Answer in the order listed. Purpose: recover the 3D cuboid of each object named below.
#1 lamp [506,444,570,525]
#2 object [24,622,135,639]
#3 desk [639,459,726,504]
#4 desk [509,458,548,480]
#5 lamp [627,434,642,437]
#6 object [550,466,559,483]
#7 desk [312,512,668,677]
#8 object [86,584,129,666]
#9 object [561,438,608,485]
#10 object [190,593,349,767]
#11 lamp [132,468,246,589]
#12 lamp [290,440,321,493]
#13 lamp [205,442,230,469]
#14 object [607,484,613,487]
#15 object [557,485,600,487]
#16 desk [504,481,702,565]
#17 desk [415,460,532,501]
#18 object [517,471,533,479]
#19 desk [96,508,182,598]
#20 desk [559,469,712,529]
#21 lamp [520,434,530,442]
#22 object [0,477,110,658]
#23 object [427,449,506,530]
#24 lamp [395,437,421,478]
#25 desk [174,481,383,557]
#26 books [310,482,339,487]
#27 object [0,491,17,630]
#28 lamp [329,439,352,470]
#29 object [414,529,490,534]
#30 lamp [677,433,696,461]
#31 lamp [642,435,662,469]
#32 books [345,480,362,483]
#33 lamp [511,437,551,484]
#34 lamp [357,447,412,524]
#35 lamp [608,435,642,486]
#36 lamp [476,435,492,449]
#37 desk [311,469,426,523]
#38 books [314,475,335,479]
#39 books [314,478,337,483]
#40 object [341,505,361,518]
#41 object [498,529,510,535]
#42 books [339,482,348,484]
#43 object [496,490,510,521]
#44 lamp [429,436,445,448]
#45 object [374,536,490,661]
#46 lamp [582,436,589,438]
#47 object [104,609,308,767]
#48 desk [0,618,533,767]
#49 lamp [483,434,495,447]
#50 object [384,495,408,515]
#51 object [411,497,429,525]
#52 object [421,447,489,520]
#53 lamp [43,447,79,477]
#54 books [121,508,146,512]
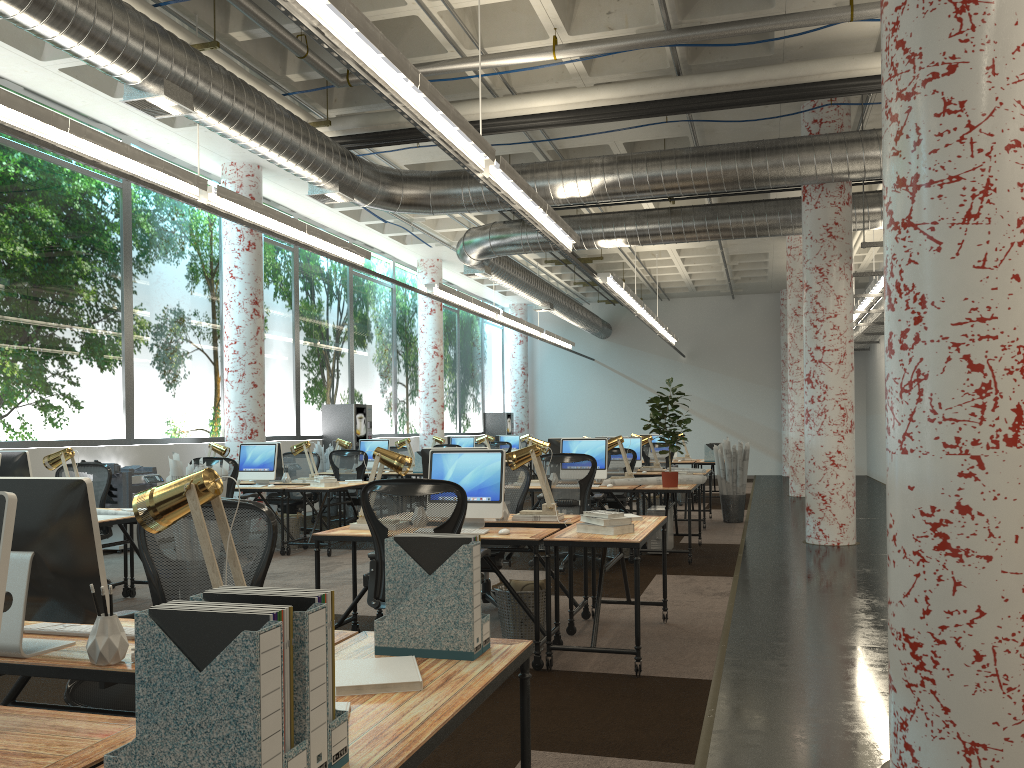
[{"bbox_3d":[0.207,0.700,5.874,0.528,0.611,0.219,-2,-1,35],"label":"lamp"},{"bbox_3d":[-1.286,0.745,2.685,0.439,0.017,0.119,-2,-3,16],"label":"object"},{"bbox_3d":[2.933,1.760,16.110,1.941,0.724,1.402,-1,-2,16],"label":"desk"},{"bbox_3d":[0.165,2.012,20.276,1.941,0.724,1.402,-1,-2,16],"label":"desk"},{"bbox_3d":[2.135,1.202,15.994,0.528,0.611,0.219,-2,-1,35],"label":"lamp"},{"bbox_3d":[0.803,1.299,9.135,0.848,0.933,0.104,-1,0,11],"label":"object"},{"bbox_3d":[-0.060,1.253,5.625,1.941,0.724,1.402,-1,-2,16],"label":"desk"},{"bbox_3d":[-1.064,0.629,2.328,0.101,0.209,0.101,0,-1,-29],"label":"object"},{"bbox_3d":[0.740,0.796,9.055,0.484,0.485,0.189,-1,0,16],"label":"object"},{"bbox_3d":[-0.453,0.536,1.577,0.280,0.302,0.150,-1,-1,16],"label":"object"},{"bbox_3d":[-0.788,0.531,2.371,0.528,0.611,0.219,-2,-1,35],"label":"lamp"},{"bbox_3d":[-2.410,0.977,10.559,0.528,0.611,0.209,-2,-1,35],"label":"lamp"},{"bbox_3d":[-3.472,0.972,10.198,0.528,0.611,0.219,-2,-1,35],"label":"lamp"},{"bbox_3d":[0.970,1.003,8.751,0.059,0.029,0.106,-1,-3,17],"label":"object"},{"bbox_3d":[0.657,1.019,8.848,0.439,0.017,0.119,-2,-3,16],"label":"object"},{"bbox_3d":[0.952,1.409,9.278,1.941,0.724,1.402,-1,-2,16],"label":"desk"},{"bbox_3d":[-0.725,1.861,17.152,1.941,0.724,1.402,-1,-2,16],"label":"desk"},{"bbox_3d":[0.289,2.142,20.002,0.359,0.435,0.353,-1,-1,12],"label":"object"},{"bbox_3d":[-3.713,1.355,6.674,1.941,0.724,1.402,-1,-2,16],"label":"desk"},{"bbox_3d":[1.747,1.578,12.310,1.941,0.724,1.402,-1,-2,16],"label":"desk"},{"bbox_3d":[0.433,1.459,20.525,0.528,0.611,0.219,-2,-1,35],"label":"lamp"},{"bbox_3d":[-1.374,0.503,2.478,0.484,0.485,0.189,-1,0,16],"label":"object"},{"bbox_3d":[-0.272,0.640,5.401,0.484,0.485,0.189,-1,0,16],"label":"object"},{"bbox_3d":[-1.551,1.123,13.567,0.528,0.611,0.219,-2,-1,35],"label":"lamp"},{"bbox_3d":[-2.675,1.530,10.314,1.941,0.724,1.402,-1,-2,16],"label":"desk"},{"bbox_3d":[-2.077,1.110,9.811,0.272,0.050,0.200,-3,-4,43],"label":"books"},{"bbox_3d":[-1.268,0.471,1.898,0.484,0.485,0.189,-1,0,16],"label":"object"},{"bbox_3d":[-2.613,1.118,13.207,0.528,0.611,0.209,-2,-1,35],"label":"lamp"},{"bbox_3d":[-0.355,0.864,5.195,0.439,0.017,0.119,-2,-3,16],"label":"object"},{"bbox_3d":[3.200,1.207,16.359,0.528,0.611,0.219,-2,-1,35],"label":"lamp"},{"bbox_3d":[2.011,1.025,12.555,0.528,0.611,0.209,-2,-1,35],"label":"lamp"},{"bbox_3d":[-1.885,1.159,10.542,0.200,0.024,0.235,0,-3,-11],"label":"books"},{"bbox_3d":[0.154,0.850,9.163,0.528,0.611,0.219,-2,-1,35],"label":"lamp"},{"bbox_3d":[-0.858,0.695,5.509,0.528,0.611,0.219,-2,-1,35],"label":"lamp"},{"bbox_3d":[1.216,0.855,9.523,0.528,0.611,0.209,-2,-1,35],"label":"lamp"},{"bbox_3d":[-0.458,1.308,17.401,0.528,0.611,0.219,-2,-1,35],"label":"lamp"},{"bbox_3d":[-1.818,1.676,13.319,1.941,0.724,1.402,-1,-2,16],"label":"desk"},{"bbox_3d":[-2.084,1.033,9.828,0.185,0.030,0.153,-4,-4,44],"label":"books"},{"bbox_3d":[-2.072,1.064,9.838,0.193,0.044,0.257,1,-3,-27],"label":"books"},{"bbox_3d":[-2.456,1.851,13.727,0.353,0.435,0.369,0,-2,-39],"label":"object"},{"bbox_3d":[-0.042,0.848,5.098,0.059,0.029,0.106,-1,-3,17],"label":"object"},{"bbox_3d":[-2.020,1.147,10.222,0.243,0.019,0.205,0,-3,-7],"label":"books"},{"bbox_3d":[-0.069,0.798,5.831,0.101,0.209,0.101,0,-1,-29],"label":"object"},{"bbox_3d":[-1.523,1.303,17.036,0.528,0.611,0.219,-2,-1,35],"label":"lamp"},{"bbox_3d":[-0.216,0.576,2.408,0.280,0.302,0.150,-1,-1,16],"label":"object"},{"bbox_3d":[0.952,1.020,12.198,0.528,0.611,0.209,-2,-1,35],"label":"lamp"},{"bbox_3d":[-0.493,0.529,1.435,0.280,0.302,0.150,-1,-1,16],"label":"object"},{"bbox_3d":[-1.056,1.084,2.122,1.941,0.724,1.402,-1,-2,16],"label":"desk"},{"bbox_3d":[-0.632,1.454,20.160,0.528,0.611,0.219,-2,-1,35],"label":"lamp"},{"bbox_3d":[-1.695,1.806,13.045,0.359,0.435,0.353,-1,-1,12],"label":"object"},{"bbox_3d":[-0.579,0.790,5.552,0.101,0.209,0.101,0,-1,-29],"label":"object"},{"bbox_3d":[-0.379,0.672,5.981,0.484,0.485,0.189,-1,0,16],"label":"object"},{"bbox_3d":[-3.448,0.801,6.919,0.528,0.611,0.209,-2,-1,35],"label":"lamp"},{"bbox_3d":[-2.927,0.990,6.967,0.243,0.019,0.205,1,-4,-37],"label":"books"}]
